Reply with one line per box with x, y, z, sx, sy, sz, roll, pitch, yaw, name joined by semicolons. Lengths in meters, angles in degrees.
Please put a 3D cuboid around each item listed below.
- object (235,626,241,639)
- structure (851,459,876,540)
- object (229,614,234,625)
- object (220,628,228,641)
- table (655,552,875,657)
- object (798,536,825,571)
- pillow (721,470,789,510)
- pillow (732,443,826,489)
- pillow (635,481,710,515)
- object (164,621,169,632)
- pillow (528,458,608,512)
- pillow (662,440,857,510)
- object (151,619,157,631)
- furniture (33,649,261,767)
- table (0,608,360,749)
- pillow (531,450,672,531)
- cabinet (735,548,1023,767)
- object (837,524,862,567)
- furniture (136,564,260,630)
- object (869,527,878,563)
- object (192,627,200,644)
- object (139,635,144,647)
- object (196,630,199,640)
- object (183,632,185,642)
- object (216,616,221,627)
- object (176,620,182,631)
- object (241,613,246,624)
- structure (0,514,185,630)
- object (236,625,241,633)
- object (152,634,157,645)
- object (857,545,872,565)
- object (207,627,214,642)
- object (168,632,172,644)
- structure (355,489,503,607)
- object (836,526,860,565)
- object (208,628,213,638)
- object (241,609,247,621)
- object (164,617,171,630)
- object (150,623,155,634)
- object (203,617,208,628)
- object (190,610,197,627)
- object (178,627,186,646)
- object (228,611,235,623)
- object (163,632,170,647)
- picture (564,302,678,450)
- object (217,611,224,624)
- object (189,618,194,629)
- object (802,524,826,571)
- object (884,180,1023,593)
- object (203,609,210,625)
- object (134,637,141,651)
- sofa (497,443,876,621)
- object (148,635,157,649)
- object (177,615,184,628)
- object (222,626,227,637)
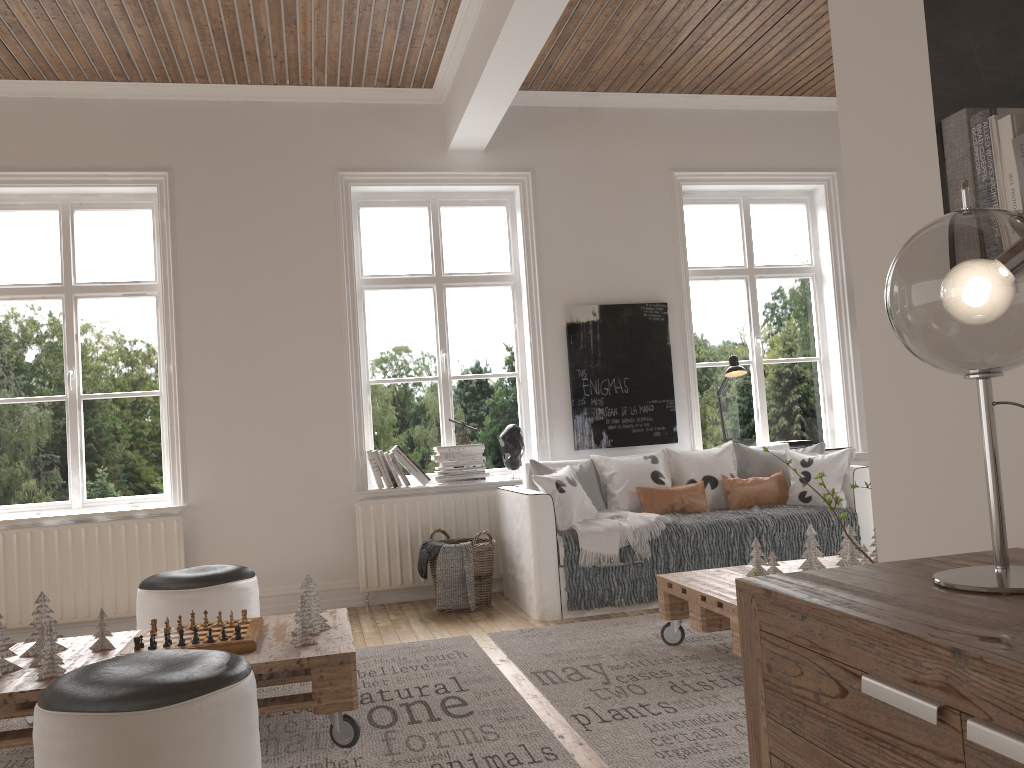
-0.899;0.815;2.908;0.019;0.040;0.019;-5;-4;21;object
1.814;0.945;5.791;1.223;0.829;0.095;-3;-3;-13;structure
-0.998;0.838;3.153;0.017;0.037;0.017;-4;-3;6;object
-0.943;0.815;2.901;0.026;0.044;0.026;-6;-4;32;object
1.284;0.909;3.550;1.189;0.300;0.821;-3;-3;-13;table
1.147;0.670;3.410;0.097;0.178;0.103;-7;-4;40;object
1.410;0.617;5.087;0.414;0.235;0.117;-3;-3;-13;pillow
1.590;0.554;5.267;0.546;0.437;0.292;-5;-4;21;pillow
0.913;0.670;4.998;0.414;0.220;0.116;-3;-3;-12;pillow
-1.211;0.849;3.107;0.017;0.037;0.017;-4;-3;6;object
0.305;0.623;5.011;0.541;0.431;0.282;-1;-4;-39;pillow
1.425;0.548;5.153;1.081;0.450;0.403;-4;-3;11;pillow
-1.267;0.853;3.140;0.019;0.040;0.019;-3;-3;-17;object
-0.895;0.913;2.204;0.518;0.430;0.518;-3;-3;-10;furniture
-1.137;1.039;2.989;1.189;0.300;0.821;-3;-3;-13;table
0.509;0.607;4.972;1.020;0.414;0.417;-2;-4;-31;pillow
0.637;0.546;0.389;0.408;0.750;1.432;-3;-3;-13;cabinet
1.355;0.655;3.540;0.113;0.195;0.107;-3;-3;-6;object
-1.394;1.047;3.963;0.518;0.430;0.518;-4;-3;8;furniture
1.519;0.662;3.673;0.090;0.176;0.090;-7;-4;39;object
-1.029;0.814;2.880;0.025;0.055;0.025;-5;-3;19;object
-1.206;0.836;2.885;0.017;0.037;0.017;-2;-4;-32;object
-1.040;0.827;2.923;0.017;0.037;0.017;-4;-3;6;object
-1.083;0.829;2.912;0.017;0.037;0.017;-4;-3;6;object
-1.041;0.840;3.144;0.017;0.037;0.017;-4;-3;6;object
-1.171;0.847;3.117;0.017;0.037;0.017;-4;-3;6;object
-0.959;0.836;3.163;0.017;0.037;0.017;-4;-3;6;object
-2.415;1.174;4.831;1.223;0.829;0.095;-3;-3;-13;structure
-0.911;0.820;2.951;0.017;0.037;0.017;-4;-3;6;object
-1.169;0.834;2.896;0.017;0.037;0.017;-4;-3;6;object
1.324;0.671;3.320;0.073;0.142;0.072;-4;-3;-5;object
-0.984;0.816;2.891;0.022;0.047;0.022;-5;-3;19;object
-1.124;0.831;2.906;0.017;0.037;0.017;-4;-3;6;object
-0.300;1.060;5.311;1.223;0.829;0.095;-3;-3;-13;structure
1.407;0.677;3.705;0.090;0.164;0.095;-3;-3;-6;object
-0.998;0.824;2.932;0.017;0.037;0.017;-4;-3;6;object
-0.968;0.837;3.207;0.019;0.040;0.019;-5;-4;21;object
-1.225;0.849;3.150;0.026;0.044;0.026;-6;-4;32;object
-1.256;0.852;3.096;0.017;0.037;0.017;-4;-3;6;object
-1.084;0.842;3.135;0.017;0.037;0.017;-4;-3;6;object
-1.140;0.837;3.169;0.025;0.058;0.025;-6;-4;32;object
-1.070;0.815;2.870;0.025;0.058;0.025;-6;-4;32;object
-1.012;0.838;3.198;0.026;0.044;0.026;-6;-4;32;object
-1.115;0.823;2.861;0.022;0.047;0.022;-1;-5;-45;object
0.697;-0.055;5.640;0.680;0.908;0.041;-3;-3;-13;picture
-1.049;0.838;3.189;0.022;0.047;0.022;-5;-3;19;object
-1.129;0.845;3.127;0.017;0.037;0.017;-4;-3;6;object
1.239;0.671;3.659;0.112;0.193;0.106;-5;-3;15;object
0.631;0.301;0.923;0.395;1.062;0.180;-4;-3;2;object
-1.098;0.837;3.181;0.025;0.055;0.025;-5;-3;19;object
-1.200;0.831;2.839;0.019;0.040;0.019;-3;-3;-17;object
0.961;0.780;5.074;1.960;0.776;0.866;-3;-3;-13;sofa
-1.158;0.827;2.852;0.026;0.044;0.026;-6;-4;32;object
-1.182;0.845;3.160;0.022;0.047;0.022;-5;-3;19;object
-0.956;0.822;2.942;0.017;0.037;0.017;-4;-3;6;object
